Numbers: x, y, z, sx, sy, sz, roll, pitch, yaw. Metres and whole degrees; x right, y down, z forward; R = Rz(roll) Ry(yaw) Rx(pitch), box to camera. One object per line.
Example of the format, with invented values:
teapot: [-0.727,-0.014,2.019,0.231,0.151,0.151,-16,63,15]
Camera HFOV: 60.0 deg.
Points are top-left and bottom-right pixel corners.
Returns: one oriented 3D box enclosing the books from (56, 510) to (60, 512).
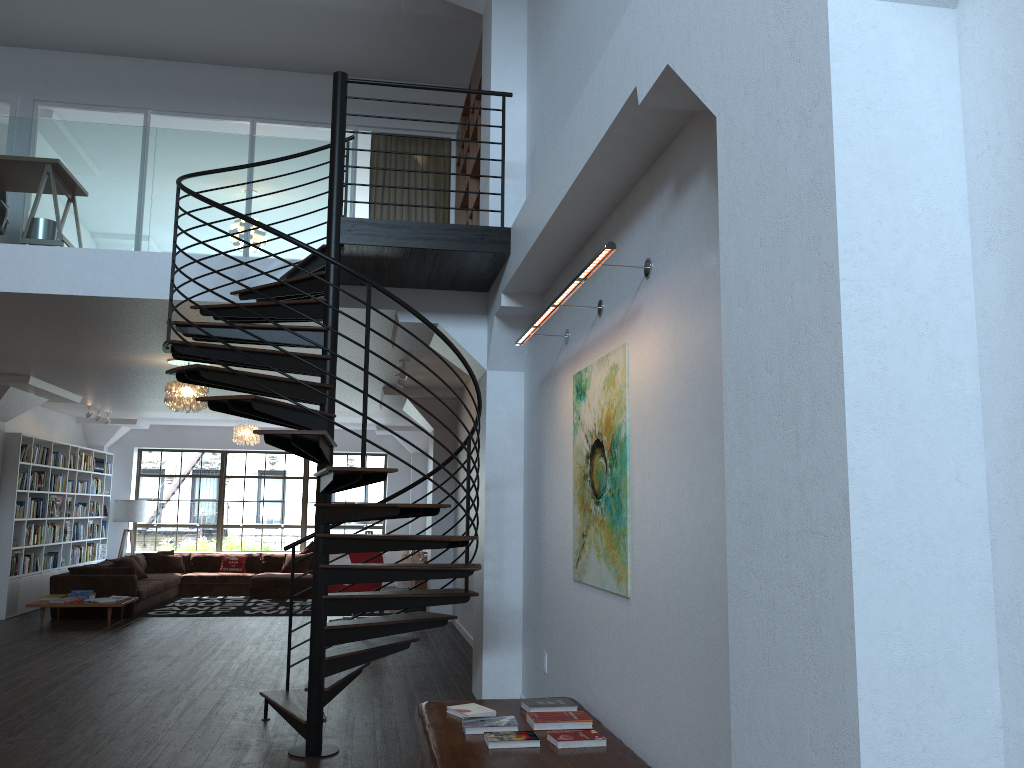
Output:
books: [-6.976,1.921,13.428,0.180,0.042,0.259,2,-8,-9]

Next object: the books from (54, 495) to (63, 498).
books: [-6.950,1.717,13.489,0.129,0.043,0.185,0,-8,5]

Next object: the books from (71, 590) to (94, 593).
books: [-5.577,2.699,11.517,0.224,0.027,0.157,1,-8,-4]

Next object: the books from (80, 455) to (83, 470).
books: [-7.084,1.280,14.413,0.171,0.246,0.057,2,-8,-9]

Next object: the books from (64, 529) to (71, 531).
books: [-7.045,2.276,13.838,0.253,0.040,0.183,2,-8,-9]

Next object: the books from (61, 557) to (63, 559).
books: [-7.083,2.699,13.737,0.204,0.025,0.144,2,-8,-9]

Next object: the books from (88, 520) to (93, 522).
books: [-7.215,2.315,14.955,0.224,0.030,0.161,1,-8,1]

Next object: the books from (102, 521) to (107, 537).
books: [-7.365,2.601,15.898,0.176,0.290,0.053,2,-8,-9]

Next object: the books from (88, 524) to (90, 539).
books: [-7.200,2.480,14.918,0.174,0.251,0.051,2,-8,-9]

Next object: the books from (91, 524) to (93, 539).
books: [-7.235,2.508,15.086,0.171,0.246,0.036,2,-8,-9]

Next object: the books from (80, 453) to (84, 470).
books: [-7.100,1.269,14.497,0.176,0.290,0.053,2,-8,-9]

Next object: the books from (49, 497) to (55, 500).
books: [-6.876,1.695,13.087,0.174,0.045,0.240,2,-8,-10]

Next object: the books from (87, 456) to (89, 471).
books: [-7.133,1.321,14.732,0.183,0.253,0.034,2,-8,-9]

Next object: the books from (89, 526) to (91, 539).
books: [-7.207,2.505,14.986,0.161,0.223,0.030,2,-8,-9]

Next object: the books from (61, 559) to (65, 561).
books: [-7.087,2.727,13.734,0.254,0.032,0.174,1,-8,-4]

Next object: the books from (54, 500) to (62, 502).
books: [-6.981,1.777,13.488,0.223,0.027,0.161,4,-9,-20]

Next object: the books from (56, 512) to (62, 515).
books: [-6.953,1.962,13.430,0.160,0.039,0.251,1,-8,-4]

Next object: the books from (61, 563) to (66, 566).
books: [-7.083,2.793,13.722,0.284,0.035,0.197,2,-8,-9]

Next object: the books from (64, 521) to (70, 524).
books: [-7.026,2.157,13.851,0.185,0.041,0.129,0,-8,5]

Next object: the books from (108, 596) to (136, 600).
books: [-5.087,2.772,11.519,0.256,0.035,0.350,-2,-8,16]

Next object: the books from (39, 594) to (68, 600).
books: [-5.881,2.742,11.397,0.241,0.045,0.334,2,-8,-8]

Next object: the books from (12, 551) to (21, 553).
books: [-6.667,2.230,11.765,0.223,0.027,0.161,1,-8,0]

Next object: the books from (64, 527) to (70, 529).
books: [-7.040,2.243,13.850,0.223,0.032,0.161,2,-8,-9]

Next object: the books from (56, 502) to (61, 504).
books: [-6.963,1.803,13.463,0.161,0.033,0.223,2,-8,-9]

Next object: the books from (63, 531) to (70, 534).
books: [-7.043,2.318,13.840,0.231,0.044,0.168,3,-8,-14]

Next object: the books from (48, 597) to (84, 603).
books: [-5.580,2.708,11.102,0.236,0.035,0.340,-2,-8,15]

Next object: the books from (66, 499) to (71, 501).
books: [-7.007,1.807,13.805,0.223,0.031,0.161,2,-8,-9]

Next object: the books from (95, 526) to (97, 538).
books: [-7.271,2.564,15.336,0.161,0.221,0.035,2,-8,-10]

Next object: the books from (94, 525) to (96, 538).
books: [-7.261,2.545,15.267,0.161,0.223,0.032,2,-8,-9]

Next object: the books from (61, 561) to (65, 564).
books: [-7.083,2.759,13.727,0.284,0.033,0.197,4,-9,-24]

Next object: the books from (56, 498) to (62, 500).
books: [-6.958,1.751,13.487,0.144,0.024,0.208,1,-8,-4]

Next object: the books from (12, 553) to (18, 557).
books: [-6.679,2.269,11.780,0.174,0.045,0.240,4,-9,-20]

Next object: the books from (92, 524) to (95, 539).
books: [-7.255,2.521,15.204,0.183,0.253,0.042,2,-8,-9]

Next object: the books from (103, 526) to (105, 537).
books: [-7.350,2.627,15.793,0.161,0.213,0.146,2,-8,-9]

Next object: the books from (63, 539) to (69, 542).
books: [-7.050,2.433,13.809,0.246,0.038,0.171,2,-8,-9]

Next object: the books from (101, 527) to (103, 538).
books: [-7.318,2.594,15.649,0.172,0.235,0.112,2,-8,-9]

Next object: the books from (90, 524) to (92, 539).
books: [-7.227,2.496,15.019,0.183,0.253,0.039,2,-8,-9]

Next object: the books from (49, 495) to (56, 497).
books: [-6.864,1.656,13.072,0.223,0.027,0.161,1,-8,0]

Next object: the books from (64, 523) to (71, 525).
books: [-7.023,2.190,13.853,0.208,0.024,0.144,1,-8,-4]

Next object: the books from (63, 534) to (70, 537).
books: [-7.060,2.361,13.845,0.259,0.040,0.180,2,-8,-9]

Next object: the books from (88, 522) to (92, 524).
books: [-7.214,2.343,14.943,0.223,0.031,0.161,2,-8,-9]

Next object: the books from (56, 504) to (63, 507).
books: [-6.956,1.838,13.453,0.183,0.042,0.253,2,-8,-9]

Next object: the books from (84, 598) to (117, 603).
books: [-5.183,2.719,11.158,0.342,0.040,0.231,-4,-9,30]

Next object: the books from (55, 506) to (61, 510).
books: [-6.965,1.880,13.450,0.168,0.045,0.231,3,-8,-14]

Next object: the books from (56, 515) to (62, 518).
books: [-6.951,2.001,13.427,0.171,0.039,0.246,2,-8,-9]

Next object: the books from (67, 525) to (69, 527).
books: [-7.014,2.214,13.844,0.161,0.026,0.223,4,-9,-20]

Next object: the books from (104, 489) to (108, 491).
books: [-7.359,1.890,15.810,0.254,0.032,0.174,-3,-9,25]

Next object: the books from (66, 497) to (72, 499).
books: [-7.008,1.779,13.817,0.224,0.030,0.161,1,-8,1]

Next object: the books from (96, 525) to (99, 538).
books: [-7.292,2.565,15.421,0.168,0.228,0.139,2,-8,-9]

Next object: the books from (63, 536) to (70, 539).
books: [-7.052,2.396,13.817,0.251,0.037,0.160,1,-8,-4]

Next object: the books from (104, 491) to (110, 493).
books: [-7.363,1.923,15.810,0.284,0.033,0.197,0,-8,5]

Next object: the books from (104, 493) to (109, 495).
books: [-7.363,1.957,15.805,0.284,0.035,0.197,-2,-9,20]
